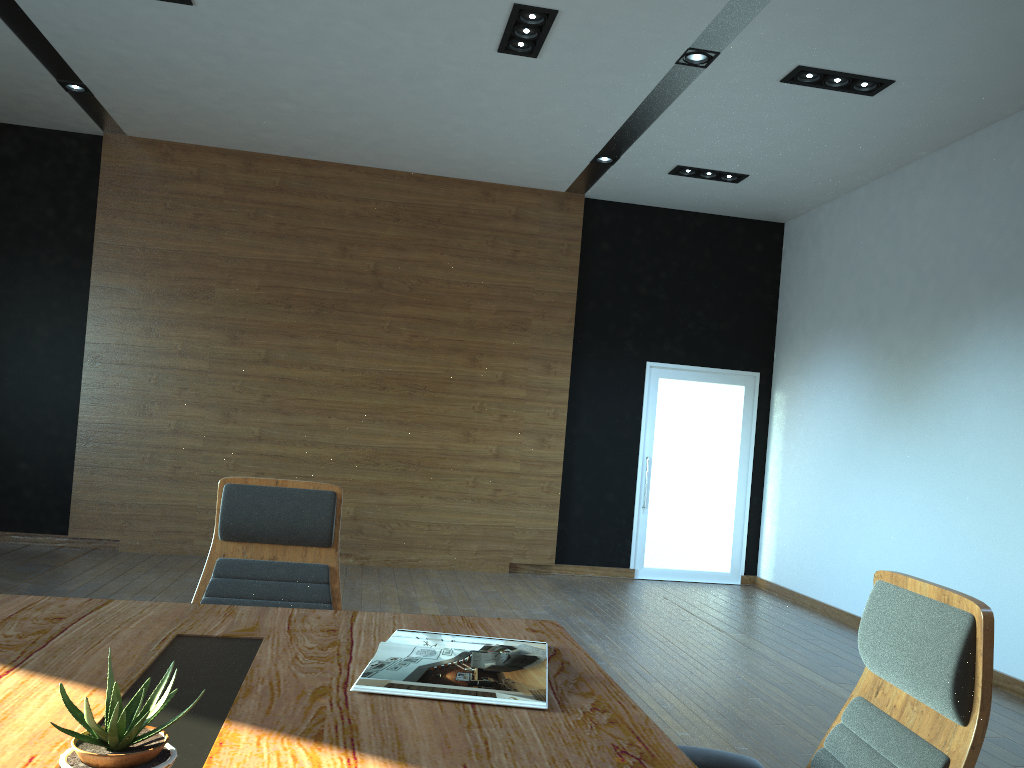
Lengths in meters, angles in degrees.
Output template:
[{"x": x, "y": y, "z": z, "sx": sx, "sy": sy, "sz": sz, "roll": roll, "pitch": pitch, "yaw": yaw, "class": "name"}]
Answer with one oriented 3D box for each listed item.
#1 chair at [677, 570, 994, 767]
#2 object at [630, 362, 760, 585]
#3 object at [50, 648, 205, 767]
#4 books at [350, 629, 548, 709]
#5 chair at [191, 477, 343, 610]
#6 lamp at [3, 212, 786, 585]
[{"x": 0.406, "y": 0.898, "z": 1.607, "sx": 0.696, "sy": 1.127, "sz": 0.707, "roll": 5, "pitch": -1, "yaw": -2, "class": "chair"}, {"x": 1.829, "y": 0.911, "z": 8.977, "sx": 1.198, "sy": 2.158, "sz": 0.200, "roll": 5, "pitch": -1, "yaw": -9, "class": "object"}, {"x": -0.533, "y": 0.468, "z": 1.204, "sx": 0.178, "sy": 0.187, "sz": 0.153, "roll": 6, "pitch": -2, "yaw": -34, "class": "object"}, {"x": -0.112, "y": 0.619, "z": 2.005, "sx": 0.389, "sy": 0.033, "sz": 0.545, "roll": 5, "pitch": -3, "yaw": 2, "class": "books"}, {"x": -0.757, "y": 0.857, "z": 2.567, "sx": 0.706, "sy": 1.127, "sz": 0.696, "roll": 5, "pitch": -1, "yaw": -7, "class": "chair"}, {"x": -1.567, "y": -0.335, "z": 5.781, "sx": 9.397, "sy": 3.705, "sz": 16.696, "roll": 5, "pitch": -3, "yaw": -9, "class": "lamp"}]
